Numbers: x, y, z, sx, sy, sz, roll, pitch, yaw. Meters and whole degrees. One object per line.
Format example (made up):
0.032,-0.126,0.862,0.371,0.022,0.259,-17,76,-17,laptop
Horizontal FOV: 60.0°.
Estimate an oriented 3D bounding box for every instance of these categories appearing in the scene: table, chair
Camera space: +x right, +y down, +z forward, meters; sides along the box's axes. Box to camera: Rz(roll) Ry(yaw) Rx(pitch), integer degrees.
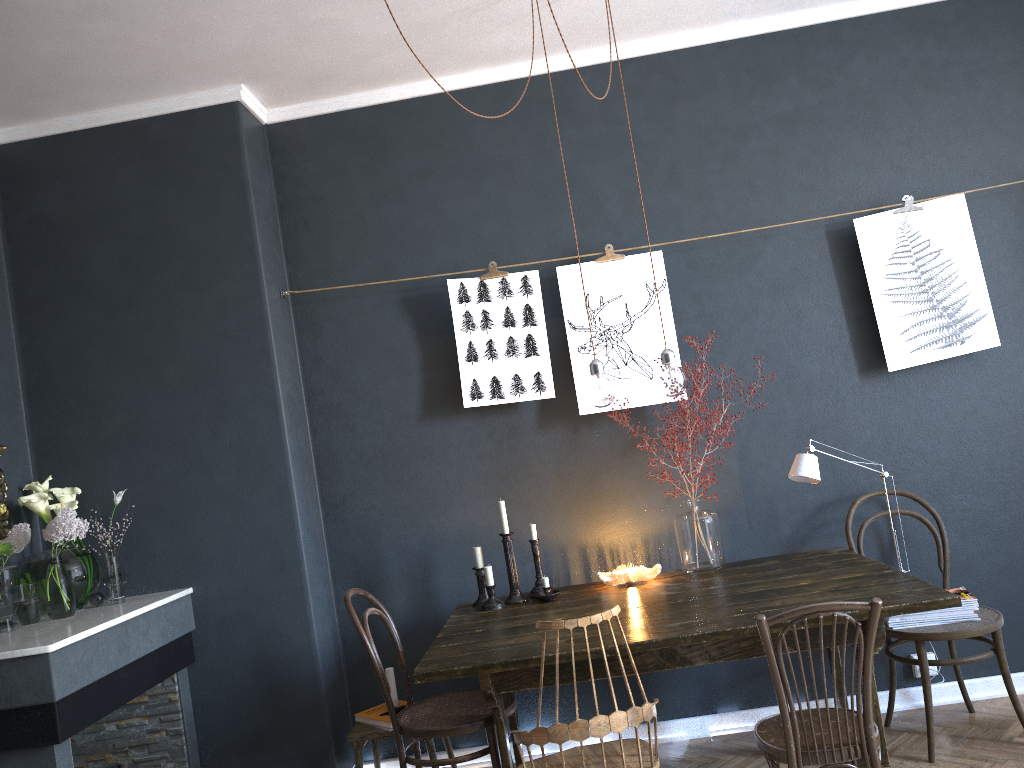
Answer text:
-0.438,1.522,3.621,0.369,0.317,0.364,-9,-3,3,table
0.230,1.080,2.606,0.455,0.856,0.384,-8,-3,-11,chair
1.607,0.878,3.406,0.438,0.920,0.549,-9,-3,1,chair
0.585,1.119,3.118,1.604,0.727,1.127,-9,-3,3,table
0.872,0.987,2.511,0.363,0.819,0.467,-9,-3,3,chair
-0.259,1.157,3.174,0.549,0.920,0.438,-9,-3,6,chair

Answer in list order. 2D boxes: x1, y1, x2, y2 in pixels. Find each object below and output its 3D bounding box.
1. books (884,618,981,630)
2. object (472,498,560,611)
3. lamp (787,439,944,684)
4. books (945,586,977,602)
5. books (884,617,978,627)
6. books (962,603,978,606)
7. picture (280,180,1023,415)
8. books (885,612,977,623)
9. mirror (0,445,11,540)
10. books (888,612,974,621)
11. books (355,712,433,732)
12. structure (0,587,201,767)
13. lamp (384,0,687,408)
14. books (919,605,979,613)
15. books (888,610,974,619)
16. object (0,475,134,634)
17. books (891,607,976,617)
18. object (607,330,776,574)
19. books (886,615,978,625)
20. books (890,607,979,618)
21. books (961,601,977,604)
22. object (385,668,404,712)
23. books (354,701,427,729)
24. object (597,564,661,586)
1.582,0.888,3.368,0.305,0.008,0.218,-10,-4,10,books
-0.017,0.663,3.537,0.368,0.419,0.223,-9,-3,5,object
1.434,0.705,3.435,0.799,1.068,0.242,-6,-4,-42,lamp
1.580,0.813,3.376,0.305,0.013,0.219,-10,-4,15,books
1.579,0.881,3.369,0.305,0.007,0.218,-10,-4,15,books
1.581,0.829,3.372,0.305,0.008,0.218,-10,-4,14,books
1.248,-0.388,3.711,4.458,0.770,0.058,-9,-3,3,picture
1.577,0.866,3.369,0.305,0.013,0.219,-10,-4,15,books
-2.050,0.227,2.968,0.067,0.783,1.057,-9,-3,3,mirror
1.578,0.861,3.375,0.288,0.008,0.218,-10,-4,17,books
-0.480,1.362,3.632,0.219,0.013,0.273,-6,-5,-40,books
-1.490,1.328,3.138,0.834,0.980,1.066,-9,-3,3,structure
0.075,-0.709,2.632,0.584,1.573,1.590,-11,-4,35,lamp
1.581,0.836,3.370,0.305,0.008,0.218,-10,-4,14,books
1.577,0.855,3.376,0.288,0.008,0.218,-10,-4,17,books
-1.759,0.607,3.297,0.474,0.546,0.727,-9,-3,6,object
1.580,0.844,3.372,0.288,0.008,0.218,-10,-4,15,books
0.707,0.292,3.594,0.556,0.930,0.640,-7,-3,-26,object
1.580,0.873,3.369,0.305,0.008,0.218,-10,-4,15,books
1.585,0.848,3.374,0.305,0.006,0.218,-10,-4,15,books
1.581,0.822,3.377,0.305,0.008,0.218,-10,-4,15,books
-0.490,1.244,3.623,0.074,0.173,0.075,-6,-4,-42,object
-0.485,1.343,3.615,0.207,0.024,0.263,-5,-5,-43,books
0.468,0.760,3.522,0.254,0.072,0.252,-10,-4,10,object
